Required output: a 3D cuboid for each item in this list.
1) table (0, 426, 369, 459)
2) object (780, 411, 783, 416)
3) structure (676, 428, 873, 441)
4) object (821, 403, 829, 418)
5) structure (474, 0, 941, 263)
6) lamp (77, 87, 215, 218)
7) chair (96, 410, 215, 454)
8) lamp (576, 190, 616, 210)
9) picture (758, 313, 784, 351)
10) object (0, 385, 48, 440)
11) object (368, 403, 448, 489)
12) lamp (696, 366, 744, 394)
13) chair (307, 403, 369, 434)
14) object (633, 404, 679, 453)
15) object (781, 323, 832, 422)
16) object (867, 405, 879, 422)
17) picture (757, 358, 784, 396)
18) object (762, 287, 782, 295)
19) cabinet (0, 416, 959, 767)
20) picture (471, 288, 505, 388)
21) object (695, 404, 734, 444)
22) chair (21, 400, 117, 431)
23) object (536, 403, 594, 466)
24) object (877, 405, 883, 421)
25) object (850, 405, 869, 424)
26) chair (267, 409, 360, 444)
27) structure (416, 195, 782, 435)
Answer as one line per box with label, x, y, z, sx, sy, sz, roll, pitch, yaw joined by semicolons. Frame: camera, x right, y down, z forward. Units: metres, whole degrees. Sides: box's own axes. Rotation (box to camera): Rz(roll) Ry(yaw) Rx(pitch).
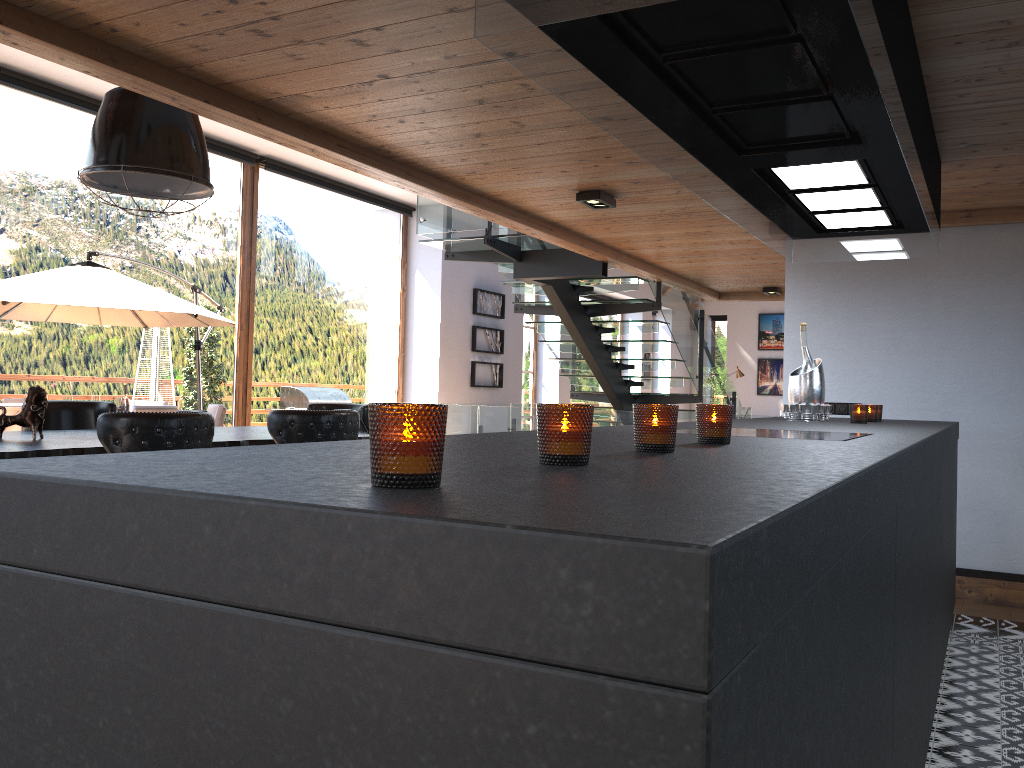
table;-2.110;0.723;3.967;1.415;0.950;3.833;1;-1;28
object;5.885;0.746;18.994;0.259;0.532;0.426;2;-1;-3
structure;0.720;0.147;2.506;0.499;0.017;0.616;1;-1;28
object;1.733;0.147;4.971;0.080;0.081;0.078;2;-1;-27
structure;1.020;-0.902;3.089;0.704;0.476;3.281;1;-1;28
lamp;-1.738;-3.179;4.426;0.625;4.686;0.617;2;-1;-17
chair;-1.456;0.644;3.383;0.565;1.092;0.506;1;-1;12
lamp;0.501;-1.098;5.258;0.154;0.068;0.263;1;-1;28
picture;5.851;-1.144;19.470;0.871;0.816;0.036;1;-1;28
object;-2.212;0.127;3.987;0.222;0.253;0.115;2;-1;-10
object;-0.104;0.060;0.884;0.080;0.081;0.079;2;-1;-17
lamp;4.368;0.549;18.876;1.337;1.899;0.521;2;-2;-41
chair;-1.172;0.673;5.751;0.499;1.092;0.573;1;-1;27
object;0.248;0.076;1.535;0.080;0.081;0.078;2;-1;-17
object;1.367;-0.056;4.111;0.224;0.452;0.227;1;-1;28
object;1.705;0.140;4.224;0.079;0.081;0.079;2;-1;-7
picture;5.824;-0.150;19.446;0.871;0.816;0.036;1;-1;28
object;2.781;-0.998;9.468;0.154;0.068;0.263;1;-1;28
cabinet;0.878;0.698;2.890;0.880;1.104;4.847;1;-1;28
picture;-0.322;-0.608;12.103;0.058;1.312;0.781;1;-1;28
object;0.424;0.084;1.860;0.080;0.081;0.078;2;-1;-17
chair;-2.439;0.642;4.936;0.562;1.092;0.510;1;-2;37
object;0.072;0.068;1.209;0.080;0.081;0.079;2;-1;-17
object;1.796;0.144;4.393;0.079;0.081;0.079;2;-1;-7
object;1.520;0.132;3.884;0.079;0.081;0.079;2;-1;-7
chair;-1.036;0.663;4.261;0.563;1.092;0.509;1;-1;27
structure;-1.179;0.872;9.556;9.120;6.400;11.132;1;-1;28
